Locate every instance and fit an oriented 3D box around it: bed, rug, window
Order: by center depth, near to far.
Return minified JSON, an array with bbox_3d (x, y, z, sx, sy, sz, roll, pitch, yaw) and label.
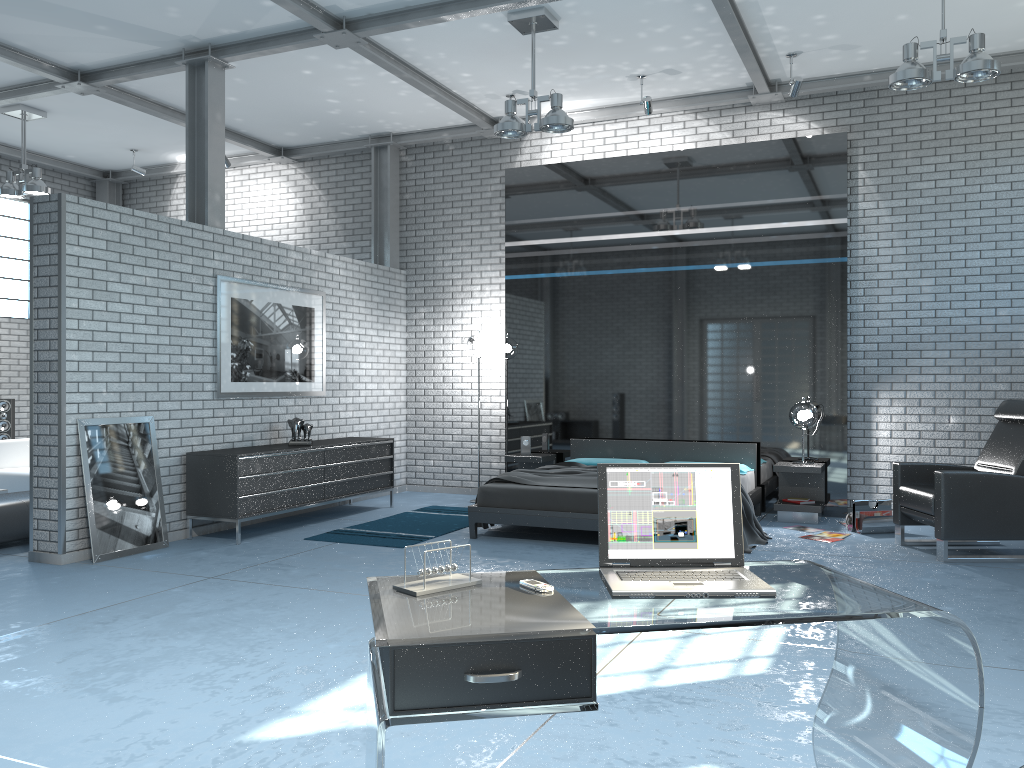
[{"bbox_3d":[1.060,0.890,7.553,2.290,0.674,2.261,0,0,24],"label":"bed"},{"bbox_3d":[-0.798,1.214,7.689,0.886,0.012,2.060,0,0,24],"label":"rug"},{"bbox_3d":[-6.238,-1.534,10.555,0.100,1.500,2.200,0,0,24],"label":"window"}]

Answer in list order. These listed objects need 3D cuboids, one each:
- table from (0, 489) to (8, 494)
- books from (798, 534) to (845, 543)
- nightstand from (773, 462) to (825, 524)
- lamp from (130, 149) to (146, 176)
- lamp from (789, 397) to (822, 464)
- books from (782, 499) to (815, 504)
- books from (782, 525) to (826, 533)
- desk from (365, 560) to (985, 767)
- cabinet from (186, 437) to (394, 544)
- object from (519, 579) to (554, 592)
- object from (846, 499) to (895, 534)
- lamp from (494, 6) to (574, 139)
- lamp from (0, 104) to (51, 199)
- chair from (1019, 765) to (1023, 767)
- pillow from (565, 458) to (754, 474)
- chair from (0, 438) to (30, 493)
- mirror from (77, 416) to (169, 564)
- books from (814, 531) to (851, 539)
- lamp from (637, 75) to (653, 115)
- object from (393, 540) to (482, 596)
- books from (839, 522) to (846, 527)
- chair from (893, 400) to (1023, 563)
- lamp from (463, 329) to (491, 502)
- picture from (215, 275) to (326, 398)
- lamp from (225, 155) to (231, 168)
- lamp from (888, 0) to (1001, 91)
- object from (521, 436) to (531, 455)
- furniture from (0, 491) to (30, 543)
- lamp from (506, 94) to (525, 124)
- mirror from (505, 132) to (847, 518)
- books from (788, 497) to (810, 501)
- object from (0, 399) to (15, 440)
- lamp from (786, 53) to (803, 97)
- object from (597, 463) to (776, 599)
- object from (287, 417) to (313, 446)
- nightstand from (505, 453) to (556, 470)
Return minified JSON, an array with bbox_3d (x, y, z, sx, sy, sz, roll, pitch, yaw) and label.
[{"bbox_3d":[-4.976,1.066,7.479,0.900,0.300,0.900,0,0,24],"label":"table"},{"bbox_3d":[2.430,1.214,6.964,0.214,0.005,0.300,0,0,-36],"label":"books"},{"bbox_3d":[2.565,0.966,7.908,0.400,0.501,0.400,0,0,24],"label":"nightstand"},{"bbox_3d":[-4.453,-2.630,10.546,0.166,0.311,0.137,0,0,-41],"label":"lamp"},{"bbox_3d":[2.620,0.411,7.964,0.259,0.596,0.250,0,0,32],"label":"lamp"},{"bbox_3d":[2.556,1.045,7.904,0.176,0.021,0.223,0,0,-24],"label":"books"},{"bbox_3d":[2.442,1.213,7.422,0.214,0.005,0.300,0,0,-33],"label":"books"},{"bbox_3d":[0.339,0.858,2.130,1.358,0.718,0.593,0,0,-11],"label":"desk"},{"bbox_3d":[-1.853,0.875,7.841,0.510,0.682,2.250,0,0,24],"label":"cabinet"},{"bbox_3d":[0.059,0.493,2.171,0.044,0.010,0.107,0,0,-33],"label":"object"},{"bbox_3d":[2.963,1.085,7.296,0.352,0.271,0.236,0,0,-12],"label":"object"},{"bbox_3d":[0.162,-2.349,6.733,0.639,0.872,0.300,0,0,24],"label":"lamp"},{"bbox_3d":[-4.957,-2.349,9.003,0.639,0.872,0.300,0,0,24],"label":"lamp"},{"bbox_3d":[0.708,0.728,1.305,0.614,0.977,0.629,0,0,-36],"label":"chair"},{"bbox_3d":[1.314,0.776,8.324,1.810,0.115,0.567,0,0,24],"label":"pillow"},{"bbox_3d":[-4.615,0.841,8.948,0.767,0.661,0.919,0,0,22],"label":"chair"},{"bbox_3d":[-2.766,0.727,6.339,0.165,0.978,0.674,0,0,24],"label":"mirror"},{"bbox_3d":[2.573,1.211,7.108,0.219,0.011,0.297,0,0,36],"label":"books"},{"bbox_3d":[1.204,-2.619,8.051,0.137,0.332,0.167,0,0,14],"label":"lamp"},{"bbox_3d":[-0.182,0.447,2.184,0.200,0.102,0.100,0,0,-42],"label":"object"},{"bbox_3d":[2.955,1.213,7.636,0.214,0.005,0.318,0,0,6],"label":"books"},{"bbox_3d":[3.370,0.667,6.407,0.940,1.099,0.763,0,0,-1],"label":"chair"},{"bbox_3d":[-0.342,0.323,9.145,0.250,1.773,0.259,0,0,-21],"label":"lamp"},{"bbox_3d":[-2.126,-0.389,7.962,0.020,1.015,1.490,0,0,24],"label":"picture"},{"bbox_3d":[-3.275,-2.619,10.038,0.137,0.332,0.167,0,0,14],"label":"lamp"},{"bbox_3d":[2.722,-2.349,5.597,0.639,0.872,0.300,0,0,24],"label":"lamp"},{"bbox_3d":[0.140,0.623,9.011,0.100,0.184,0.032,0,0,-8],"label":"object"},{"bbox_3d":[-3.840,1.015,6.982,0.685,0.301,1.291,0,0,24],"label":"furniture"},{"bbox_3d":[0.027,-2.630,8.560,0.166,0.311,0.137,0,0,-41],"label":"lamp"},{"bbox_3d":[1.491,-0.534,8.741,3.400,3.500,0.050,0,0,24],"label":"mirror"},{"bbox_3d":[2.556,1.029,7.904,0.168,0.011,0.118,0,0,29],"label":"books"},{"bbox_3d":[-5.798,0.694,10.149,0.159,1.045,0.254,0,0,-21],"label":"object"},{"bbox_3d":[2.383,-2.614,7.529,0.137,0.343,0.161,0,0,-6],"label":"lamp"},{"bbox_3d":[0.419,0.354,2.205,0.380,0.288,0.320,0,0,-1],"label":"object"},{"bbox_3d":[-1.869,0.415,7.832,0.221,0.237,0.369,0,0,-11],"label":"object"},{"bbox_3d":[0.189,0.966,8.963,0.400,0.501,0.400,0,0,24],"label":"nightstand"}]
